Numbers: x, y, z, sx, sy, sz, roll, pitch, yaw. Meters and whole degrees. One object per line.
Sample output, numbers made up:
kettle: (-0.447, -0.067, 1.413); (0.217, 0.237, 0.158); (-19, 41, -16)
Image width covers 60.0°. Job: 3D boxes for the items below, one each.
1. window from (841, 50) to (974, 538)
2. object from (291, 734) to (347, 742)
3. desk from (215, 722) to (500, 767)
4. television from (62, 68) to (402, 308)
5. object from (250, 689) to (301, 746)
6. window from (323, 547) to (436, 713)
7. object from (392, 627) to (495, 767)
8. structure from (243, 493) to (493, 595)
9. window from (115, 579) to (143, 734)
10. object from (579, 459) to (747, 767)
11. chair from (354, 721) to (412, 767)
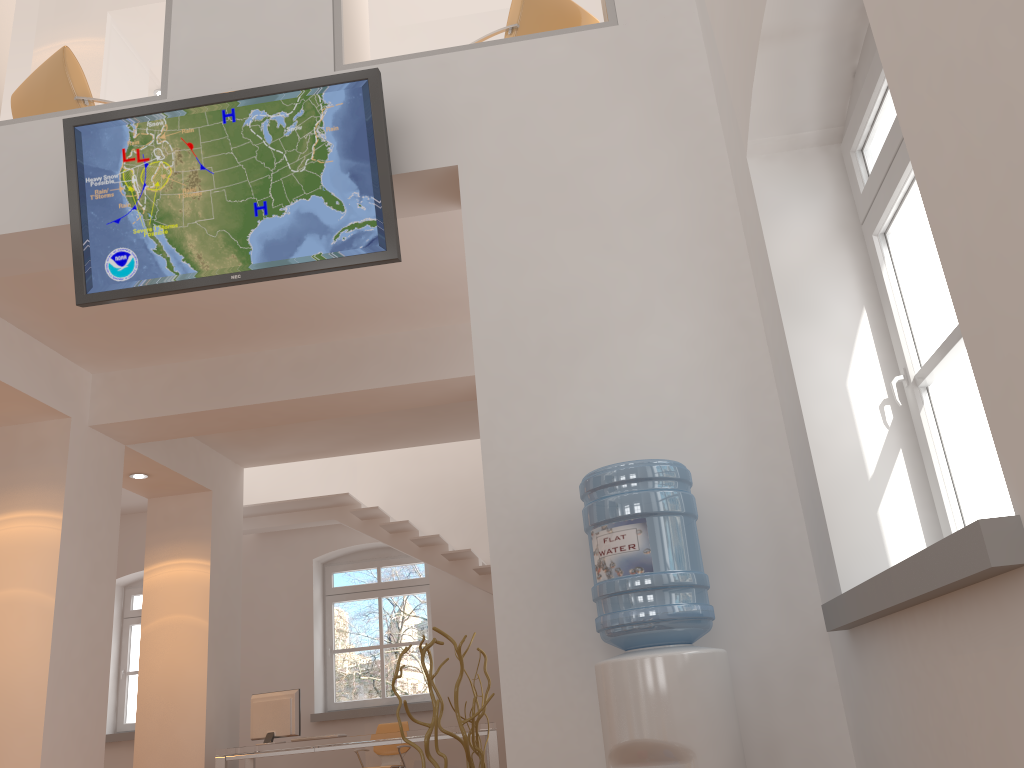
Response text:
window: (1.204, -0.347, 2.365); (0.142, 1.627, 1.302); (-7, -21, 5)
object: (-1.709, 3.130, 7.852); (0.467, 0.031, 0.200); (-11, -21, 14)
desk: (-1.236, 3.375, 7.511); (2.239, 0.750, 1.092); (-4, -21, -4)
television: (-1.192, -0.821, 3.731); (1.388, 0.803, 0.266); (-7, -21, 5)
object: (-2.059, 2.843, 7.552); (0.516, 0.418, 0.245); (-19, -25, 33)
window: (-1.465, 2.698, 9.879); (1.308, 1.737, 0.142); (-7, -21, 5)
object: (-0.159, 1.448, 3.223); (0.284, 1.112, 0.655); (-15, -23, 24)
structure: (-0.694, 2.186, 7.737); (4.630, 3.042, 3.450); (-7, -21, 5)
window: (-3.844, 3.007, 10.085); (1.308, 1.737, 0.142); (-7, -21, 5)
object: (0.477, 0.994, 2.724); (0.436, 1.490, 0.436); (-2, -21, -9)
chair: (-1.213, 3.666, 8.421); (0.495, 0.829, 0.464); (-13, -22, 19)
